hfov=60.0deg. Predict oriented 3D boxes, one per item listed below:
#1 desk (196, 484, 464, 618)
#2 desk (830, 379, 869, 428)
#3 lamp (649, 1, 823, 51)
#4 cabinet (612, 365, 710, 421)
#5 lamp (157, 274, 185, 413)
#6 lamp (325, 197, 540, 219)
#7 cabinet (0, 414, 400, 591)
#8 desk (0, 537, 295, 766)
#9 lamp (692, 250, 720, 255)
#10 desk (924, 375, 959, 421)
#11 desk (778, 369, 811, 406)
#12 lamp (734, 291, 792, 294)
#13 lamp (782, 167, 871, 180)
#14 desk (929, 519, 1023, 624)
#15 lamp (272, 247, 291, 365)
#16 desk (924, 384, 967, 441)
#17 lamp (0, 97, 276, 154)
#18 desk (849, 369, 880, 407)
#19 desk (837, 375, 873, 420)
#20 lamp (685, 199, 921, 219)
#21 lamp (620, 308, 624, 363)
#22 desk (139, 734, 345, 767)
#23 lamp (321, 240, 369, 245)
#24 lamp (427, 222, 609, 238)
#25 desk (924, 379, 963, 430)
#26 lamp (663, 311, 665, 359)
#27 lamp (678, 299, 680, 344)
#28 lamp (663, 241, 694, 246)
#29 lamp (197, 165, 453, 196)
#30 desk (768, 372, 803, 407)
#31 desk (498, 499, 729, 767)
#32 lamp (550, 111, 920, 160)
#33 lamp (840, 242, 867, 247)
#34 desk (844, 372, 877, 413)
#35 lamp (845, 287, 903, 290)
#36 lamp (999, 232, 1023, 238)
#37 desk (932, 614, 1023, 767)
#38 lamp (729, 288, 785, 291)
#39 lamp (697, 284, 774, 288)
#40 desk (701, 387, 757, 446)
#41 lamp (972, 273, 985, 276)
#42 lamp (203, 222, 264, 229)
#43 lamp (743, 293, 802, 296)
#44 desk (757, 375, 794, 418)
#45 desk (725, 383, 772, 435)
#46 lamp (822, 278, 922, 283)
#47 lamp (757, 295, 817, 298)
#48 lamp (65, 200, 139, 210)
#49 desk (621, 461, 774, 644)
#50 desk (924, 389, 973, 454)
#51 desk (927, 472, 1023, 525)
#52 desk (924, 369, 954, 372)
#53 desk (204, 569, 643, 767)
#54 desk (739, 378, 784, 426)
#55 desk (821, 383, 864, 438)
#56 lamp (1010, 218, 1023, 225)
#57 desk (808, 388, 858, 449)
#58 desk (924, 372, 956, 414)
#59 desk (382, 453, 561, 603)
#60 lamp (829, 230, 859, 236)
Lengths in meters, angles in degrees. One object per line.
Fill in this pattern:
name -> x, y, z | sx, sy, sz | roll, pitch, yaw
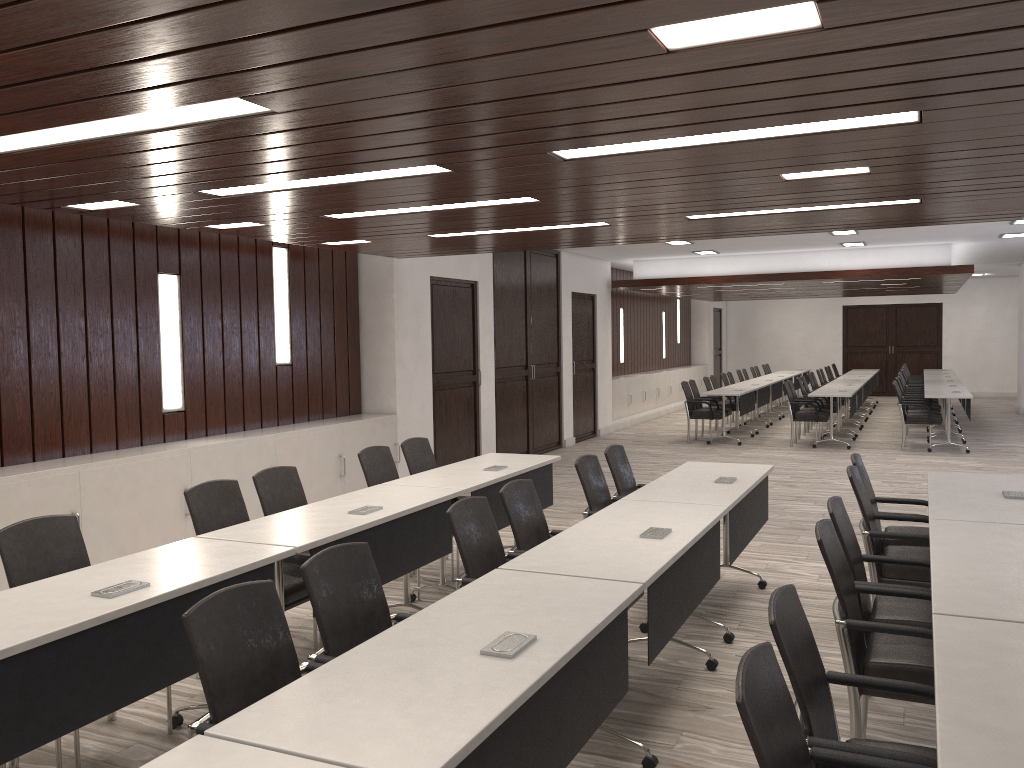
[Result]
desk -> -0.849, 1.035, 4.599 | 0.577, 0.795, 1.509 | 0, 3, 25
desk -> 6.038, 0.329, 15.868 | 0.577, 0.795, 1.509 | 0, 3, 25
lamp -> 0.596, -0.976, 2.367 | 0.421, 0.046, 0.236 | 0, 3, 25
cabinet -> 3.149, 0.076, 18.774 | 0.476, 0.698, 7.540 | 0, 3, 25
lamp -> -2.677, -0.314, 6.867 | 0.094, 1.058, 0.236 | 0, 3, 25
lamp -> -0.534, -1.123, 5.552 | 1.496, 0.045, 0.236 | 0, 3, 25
cabinet -> -2.903, 0.862, 5.694 | 0.476, 0.698, 7.540 | 0, 3, 25
desk -> -1.489, 1.118, 3.217 | 0.577, 0.795, 1.509 | 0, 3, 25
lamp -> 3.002, -2.087, 13.730 | 0.324, 0.120, 0.519 | 0, 3, 25
desk -> 8.036, 0.256, 16.619 | 0.577, 0.795, 1.509 | 0, 3, 25
desk -> 6.576, 0.071, 20.647 | 0.577, 0.795, 1.509 | 0, 3, 25
lamp -> 5.050, -1.847, 17.619 | 1.496, 0.045, 0.236 | 0, 3, 25
lamp -> 1.611, -1.108, 4.560 | 0.421, 0.046, 0.236 | 0, 3, 25
desk -> 1.888, 1.054, 3.334 | 0.577, 0.795, 1.509 | 0, 3, 25
lamp -> -2.129, -0.704, 8.046 | 0.094, 1.058, 0.236 | 0, 3, 25
desk -> 6.763, 0.421, 13.868 | 0.577, 0.795, 1.509 | 0, 3, 25
lamp -> 3.425, -1.566, 7.893 | 14.295, 0.552, 1.469 | -4, 4, -42
desk -> 7.955, 0.081, 20.010 | 0.577, 0.795, 1.509 | 0, 3, 25
desk -> 6.677, 0.247, 17.248 | 0.577, 0.795, 1.509 | 0, 3, 25
lamp -> 1.890, -1.181, 5.883 | 1.496, 0.045, 0.236 | 0, 3, 25
lamp -> 2.076, -0.931, 17.140 | 0.094, 1.058, 0.236 | 0, 3, 25
desk -> -0.749, 1.210, 1.200 | 0.577, 0.795, 1.509 | 0, 3, 25
lamp -> -1.384, -1.204, 7.396 | 0.464, 0.045, 0.236 | 0, 3, 25
lamp -> 0.020, -1.194, 6.748 | 1.496, 0.045, 0.236 | 0, 3, 25
desk -> 7.397, 0.339, 15.239 | 0.577, 0.795, 1.509 | 0, 3, 25
lamp -> 3.368, -1.099, 19.931 | 0.094, 1.058, 0.236 | 0, 3, 25
lamp -> 3.916, -1.489, 21.111 | 0.094, 1.058, 0.236 | 0, 3, 25
lamp -> 2.284, -1.994, 12.179 | 0.324, 0.120, 0.519 | 0, 3, 25
lamp -> -0.995, -1.063, 4.555 | 1.496, 0.045, 0.236 | 0, 3, 25
desk -> 5.938, 0.154, 19.267 | 0.577, 0.795, 1.509 | 0, 3, 25
desk -> 0.529, 1.044, 3.962 | 0.577, 0.795, 1.509 | 0, 3, 25
lamp -> 0.875, -1.050, 3.690 | 1.496, 0.045, 0.236 | 0, 3, 25
lamp -> 4.943, -2.074, 12.833 | 0.324, 0.120, 0.519 | 0, 3, 25
desk -> 7.317, 0.164, 18.630 | 0.577, 0.795, 1.509 | 0, 3, 25
lamp -> 6.920, -1.834, 16.755 | 1.496, 0.045, 0.236 | 0, 3, 25
lamp -> 6.787, -2.061, 11.980 | 0.324, 0.120, 0.519 | 0, 3, 25
desk -> 1.249, 1.137, 1.951 | 0.577, 0.795, 1.509 | 0, 3, 25
lamp -> 4.496, -1.776, 16.423 | 1.496, 0.045, 0.236 | 0, 3, 25
lamp -> 3.851, -1.692, 15.028 | 1.496, 0.045, 0.236 | 0, 3, 25
desk -> 3.386, 0.485, 13.754 | 0.577, 0.795, 1.509 | 0, 3, 25
lamp -> 10.691, -2.568, 20.418 | 0.324, 0.120, 0.519 | 0, 3, 25
lamp -> -1.937, -1.132, 6.200 | 0.464, 0.045, 0.236 | 0, 3, 25
lamp -> 5.511, -1.907, 18.616 | 1.496, 0.045, 0.236 | 0, 3, 25
desk -> 5.298, 0.237, 17.885 | 0.577, 0.795, 1.509 | 0, 3, 25
desk -> 4.025, 0.402, 15.134 | 0.577, 0.795, 1.509 | 0, 3, 25
lamp -> 5.721, -1.679, 14.163 | 1.496, 0.045, 0.236 | 0, 3, 25
lamp -> 6.065, -1.979, 19.812 | 1.496, 0.045, 0.236 | 0, 3, 25
lamp -> -2.398, -1.073, 5.204 | 0.464, 0.045, 0.236 | 0, 3, 25
desk -> 1.168, 0.962, 5.342 | 0.577, 0.795, 1.509 | 0, 3, 25
desk -> 6.124, 0.504, 12.488 | 0.577, 0.795, 1.509 | 0, 3, 25
desk -> 2.527, 0.971, 4.714 | 0.577, 0.795, 1.509 | 0, 3, 25
desk -> 9.314, 0.090, 19.382 | 0.577, 0.795, 1.509 | 0, 3, 25
desk -> -0.110, 1.128, 2.579 | 0.577, 0.795, 1.509 | 0, 3, 25
desk -> 4.660, 0.320, 16.505 | 0.577, 0.795, 1.509 | 0, 3, 25
desk -> 5.404, 0.412, 14.496 | 0.577, 0.795, 1.509 | 0, 3, 25
lamp -> 6.069, -1.968, 10.430 | 0.324, 0.120, 0.519 | 0, 3, 25
desk -> 4.765, 0.495, 13.116 | 0.577, 0.795, 1.509 | 0, 3, 25
desk -> 8.675, 0.173, 18.002 | 0.577, 0.795, 1.509 | 0, 3, 25
desk -> -0.211, 0.952, 5.979 | 0.577, 0.795, 1.509 | 0, 3, 25
lamp -> 4.225, -1.981, 11.282 | 0.324, 0.120, 0.519 | 0, 3, 25
